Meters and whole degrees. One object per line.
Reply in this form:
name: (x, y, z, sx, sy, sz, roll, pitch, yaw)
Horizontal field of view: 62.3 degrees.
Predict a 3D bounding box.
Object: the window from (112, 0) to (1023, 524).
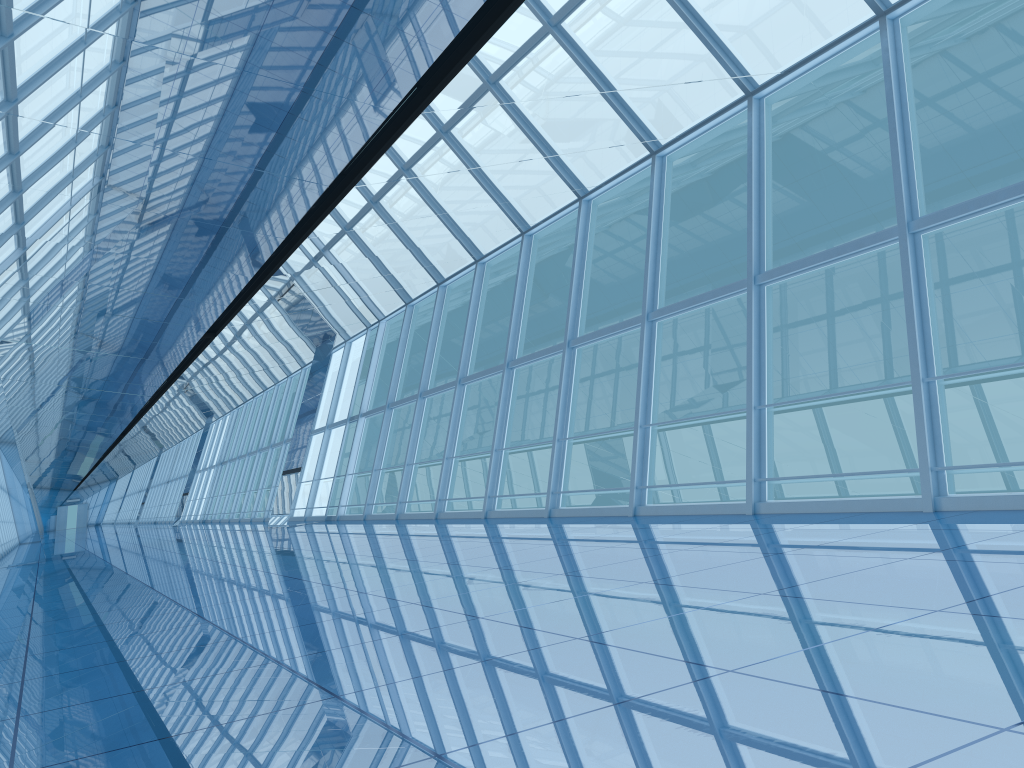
window: (-20.220, 4.863, 41.960, 9.910, 5.052, 103.508, -2, -7, -29)
